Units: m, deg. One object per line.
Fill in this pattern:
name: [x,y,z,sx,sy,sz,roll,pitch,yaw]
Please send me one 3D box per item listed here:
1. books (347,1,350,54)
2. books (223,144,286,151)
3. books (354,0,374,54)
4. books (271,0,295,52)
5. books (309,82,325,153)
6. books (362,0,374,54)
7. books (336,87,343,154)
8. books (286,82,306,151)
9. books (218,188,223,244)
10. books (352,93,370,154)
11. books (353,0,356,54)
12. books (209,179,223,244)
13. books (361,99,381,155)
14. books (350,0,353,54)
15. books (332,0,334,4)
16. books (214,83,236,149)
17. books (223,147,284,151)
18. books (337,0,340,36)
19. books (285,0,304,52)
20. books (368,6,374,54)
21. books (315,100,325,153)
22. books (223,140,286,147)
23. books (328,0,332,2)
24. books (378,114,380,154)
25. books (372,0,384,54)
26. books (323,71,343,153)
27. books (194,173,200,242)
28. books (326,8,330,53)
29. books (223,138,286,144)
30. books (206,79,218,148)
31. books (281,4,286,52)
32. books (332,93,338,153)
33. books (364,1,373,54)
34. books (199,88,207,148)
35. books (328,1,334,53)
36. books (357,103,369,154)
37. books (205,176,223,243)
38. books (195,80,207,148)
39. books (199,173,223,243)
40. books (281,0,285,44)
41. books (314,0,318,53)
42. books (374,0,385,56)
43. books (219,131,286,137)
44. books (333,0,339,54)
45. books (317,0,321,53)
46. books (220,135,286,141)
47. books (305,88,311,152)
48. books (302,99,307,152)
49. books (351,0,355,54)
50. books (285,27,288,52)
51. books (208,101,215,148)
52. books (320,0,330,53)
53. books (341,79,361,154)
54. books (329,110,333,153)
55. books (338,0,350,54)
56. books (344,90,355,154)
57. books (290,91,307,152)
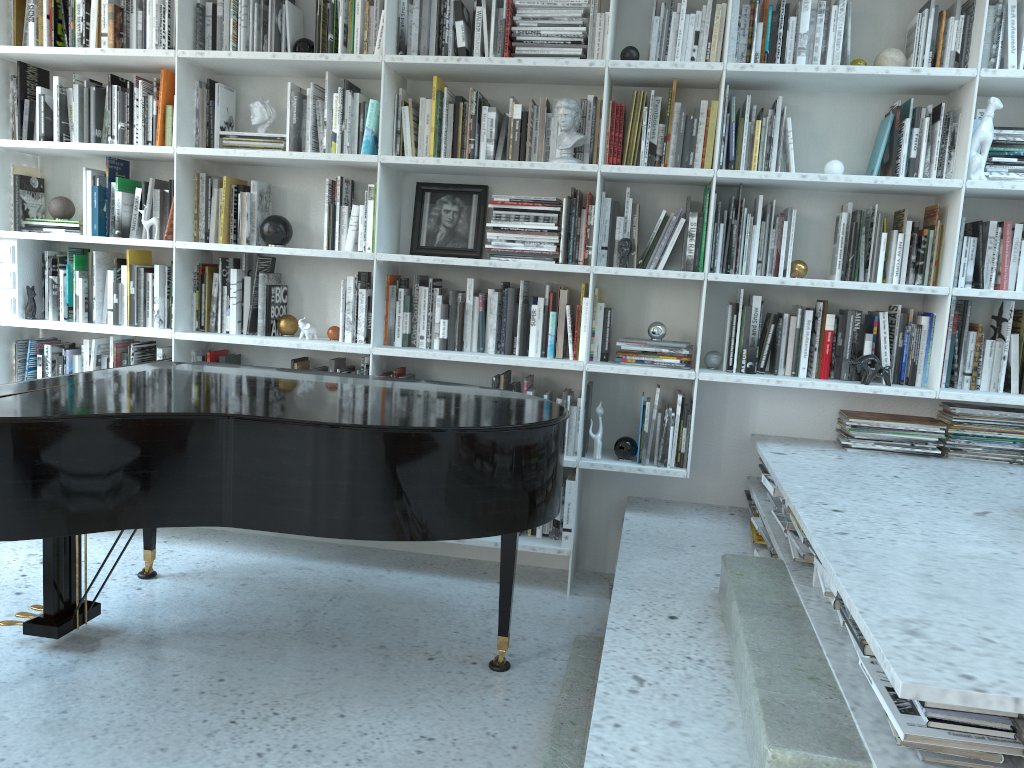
books: [-0.631,-1.393,3.558,0.011,0.236,0.130,5,8,9]
books: [-1.040,-0.969,3.666,0.254,0.012,0.160,4,7,5]
books: [-0.582,-1.409,3.527,0.022,0.285,0.189,5,8,9]
books: [-0.920,-1.437,3.572,0.011,0.287,0.188,5,8,9]
books: [-0.785,-1.059,3.601,0.012,0.286,0.167,5,8,9]
books: [-0.566,-1.395,3.533,0.010,0.258,0.140,5,8,9]
books: [-0.665,-1.039,3.577,0.012,0.266,0.192,5,7,9]
books: [-0.881,-1.067,3.620,0.012,0.285,0.159,5,8,9]
books: [-1.184,-0.699,3.724,0.025,0.228,0.152,5,8,9]
books: [-0.610,-1.033,3.599,0.022,0.256,0.152,5,8,9]
books: [-0.597,-1.422,3.532,0.006,0.304,0.165,5,8,9]
books: [-1.213,-0.718,3.724,0.036,0.264,0.166,5,8,9]
books: [-0.549,-1.011,3.567,0.060,0.228,0.178,5,7,9]
books: [-0.619,-1.399,3.543,0.017,0.253,0.139,5,8,9]
books: [-0.696,-1.413,3.564,0.009,0.267,0.149,5,8,9]
books: [-1.191,-1.090,3.681,0.021,0.278,0.136,5,8,9]
books: [-1.040,-0.958,3.676,0.254,0.012,0.160,5,7,9]
books: [-0.664,-1.421,3.558,0.033,0.288,0.155,5,8,9]
books: [-0.876,-1.408,3.586,0.031,0.232,0.147,5,8,9]
books: [-0.539,-1.373,3.536,0.024,0.216,0.141,5,8,9]
books: [-0.754,-1.028,3.616,0.048,0.225,0.149,5,8,9]
books: [-1.040,-0.981,3.662,0.254,0.012,0.160,4,7,4]
books: [-0.753,-1.423,3.578,0.012,0.276,0.129,5,8,9]
books: [-0.504,-0.986,3.581,0.027,0.181,0.141,5,7,9]
books: [-0.517,-1.391,3.520,0.022,0.257,0.154,5,8,9]
books: [-0.724,-1.077,3.596,0.010,0.330,0.173,5,8,9]
books: [-1.296,-0.737,3.747,0.012,0.285,0.159,5,8,9]
books: [-0.709,-1.380,3.562,0.011,0.200,0.162,5,7,9]
books: [-1.038,-0.994,3.665,0.254,0.012,0.160,4,7,6]
books: [-1.236,-1.106,3.703,0.011,0.298,0.135,5,8,9]
books: [-0.898,-1.404,3.600,0.012,0.218,0.150,5,7,9]
books: [-0.684,-1.032,3.591,0.028,0.247,0.170,5,7,9]
books: [-0.556,-1.381,3.537,0.011,0.230,0.165,5,7,9]
books: [-1.258,-1.085,3.691,0.024,0.257,0.133,5,8,9]
books: [-0.695,-1.384,3.535,0.006,0.216,0.181,5,7,9]
books: [-0.588,-1.013,3.598,0.026,0.219,0.149,5,7,9]
books: [-1.242,-0.727,3.735,0.026,0.275,0.154,5,8,9]
books: [-1.273,-1.101,3.698,0.012,0.285,0.159,5,8,9]
books: [-1.268,-0.733,3.733,0.025,0.285,0.145,5,8,9]
books: [-0.907,-1.415,3.607,0.009,0.237,0.134,5,8,9]
books: [-0.763,-1.412,3.573,0.005,0.254,0.160,5,8,9]
books: [-0.478,-1.375,3.493,0.064,0.237,0.208,5,7,9]
books: [-1.037,-1.018,3.659,0.285,0.012,0.159,4,7,5]
books: [-0.684,-1.415,3.551,0.005,0.276,0.157,5,8,9]
books: [-0.745,-1.401,3.551,0.005,0.241,0.173,5,7,9]
books: [-1.037,-1.006,3.665,0.285,0.012,0.159,5,7,11]
books: [-0.800,-1.053,3.616,0.022,0.267,0.151,5,8,9]
books: [-0.822,-1.036,3.638,0.024,0.227,0.137,5,8,9]
books: [-0.604,-1.397,3.534,0.006,0.253,0.180,5,7,9]
books: [-0.891,-1.399,3.597,0.004,0.210,0.131,5,8,9]
books: [-1.219,-1.059,3.695,0.034,0.210,0.136,5,8,9]
books: [-0.729,-1.397,3.540,0.005,0.236,0.178,5,7,9]
books: [-0.651,-1.056,3.581,0.011,0.301,0.178,5,8,9]
books: [-0.709,-1.008,3.617,0.025,0.189,0.140,5,7,9]
books: [-0.648,-1.394,3.524,0.013,0.244,0.188,5,7,9]
books: [-0.636,-1.035,3.582,0.023,0.260,0.170,5,8,9]
books: [-0.852,-1.045,3.612,0.030,0.247,0.174,5,7,9]
